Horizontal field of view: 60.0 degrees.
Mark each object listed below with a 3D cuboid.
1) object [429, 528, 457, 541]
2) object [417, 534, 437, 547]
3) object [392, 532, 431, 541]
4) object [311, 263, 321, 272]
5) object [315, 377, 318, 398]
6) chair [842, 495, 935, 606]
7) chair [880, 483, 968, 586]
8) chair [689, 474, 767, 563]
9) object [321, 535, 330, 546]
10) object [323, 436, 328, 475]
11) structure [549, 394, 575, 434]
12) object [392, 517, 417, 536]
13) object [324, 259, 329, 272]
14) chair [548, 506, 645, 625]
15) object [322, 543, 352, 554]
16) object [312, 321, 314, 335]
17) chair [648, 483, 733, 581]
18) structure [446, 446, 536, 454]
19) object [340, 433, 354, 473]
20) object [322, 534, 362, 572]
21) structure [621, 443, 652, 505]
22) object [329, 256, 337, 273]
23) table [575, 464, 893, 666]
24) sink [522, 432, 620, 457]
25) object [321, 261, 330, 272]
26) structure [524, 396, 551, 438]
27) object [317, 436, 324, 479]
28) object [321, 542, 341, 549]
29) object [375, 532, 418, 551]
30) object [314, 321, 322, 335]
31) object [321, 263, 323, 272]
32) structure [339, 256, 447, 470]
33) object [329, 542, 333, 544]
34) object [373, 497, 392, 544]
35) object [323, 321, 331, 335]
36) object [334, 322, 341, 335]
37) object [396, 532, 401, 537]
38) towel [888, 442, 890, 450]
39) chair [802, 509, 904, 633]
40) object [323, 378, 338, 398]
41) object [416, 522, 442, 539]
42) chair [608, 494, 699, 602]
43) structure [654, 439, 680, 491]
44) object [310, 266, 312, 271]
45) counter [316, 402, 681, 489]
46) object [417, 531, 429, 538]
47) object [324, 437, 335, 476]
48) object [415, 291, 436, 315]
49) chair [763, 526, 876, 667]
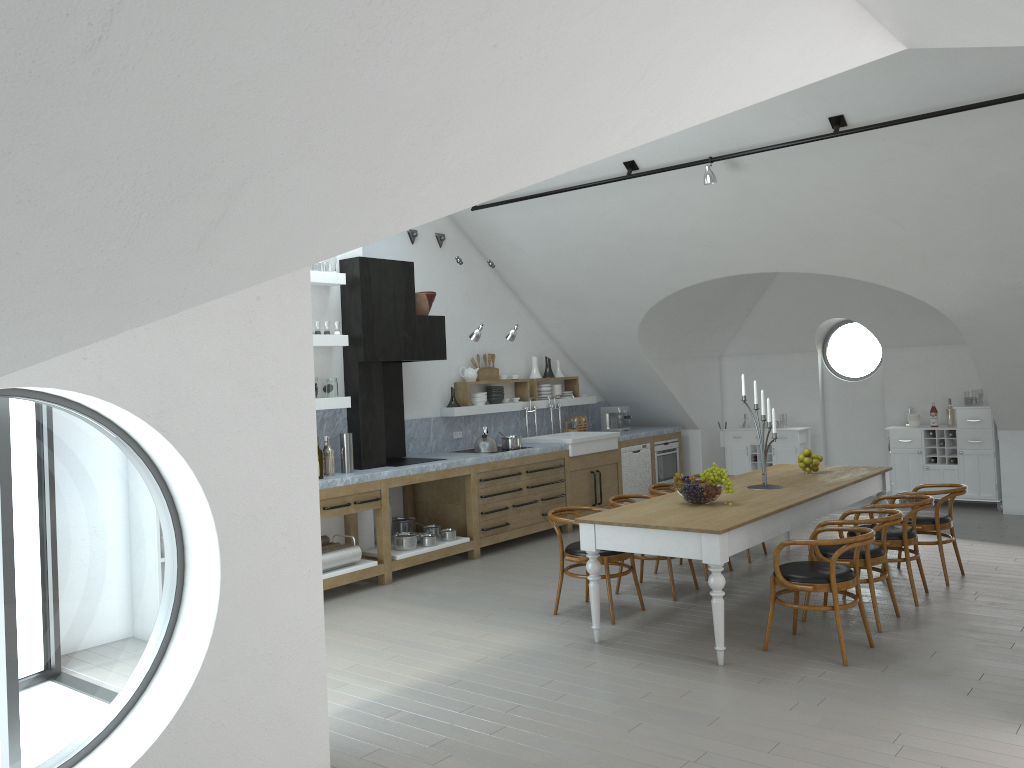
[{"bbox_3d":[-0.637,1.418,8.378,0.260,0.113,0.153,-2,0,38],"label":"object"},{"bbox_3d":[-0.810,1.428,8.129,0.260,0.113,0.153,-2,0,28],"label":"object"},{"bbox_3d":[-0.990,1.433,8.328,0.508,0.052,0.263,-2,0,15],"label":"object"},{"bbox_3d":[-1.678,-0.993,7.604,0.077,0.085,0.077,-2,0,-19],"label":"object"},{"bbox_3d":[-1.701,0.033,7.516,0.120,0.183,0.120,-2,-1,-36],"label":"object"},{"bbox_3d":[2.764,1.187,6.474,0.621,0.735,0.527,-3,-1,34],"label":"chair"},{"bbox_3d":[3.270,1.159,6.994,0.621,0.735,0.527,-3,-1,42],"label":"chair"},{"bbox_3d":[1.948,1.209,8.123,0.621,0.735,0.527,-3,-1,35],"label":"chair"},{"bbox_3d":[-1.641,1.318,7.277,0.104,0.102,0.292,-3,0,36],"label":"object"},{"bbox_3d":[-1.581,0.611,7.559,0.081,0.330,0.081,-2,-1,-24],"label":"object"},{"bbox_3d":[0.634,0.392,10.720,0.332,0.530,0.214,-3,-1,19],"label":"structure"},{"bbox_3d":[-1.164,1.401,8.723,0.455,0.197,0.268,-3,0,-17],"label":"object"},{"bbox_3d":[-1.612,-1.044,7.718,0.054,0.179,0.054,-3,-1,15],"label":"object"},{"bbox_3d":[0.576,1.286,6.434,0.621,0.735,0.527,-3,-1,39],"label":"chair"},{"bbox_3d":[-1.493,1.385,7.241,0.092,0.093,0.437,-3,0,36],"label":"object"},{"bbox_3d":[-1.714,-0.474,7.515,0.064,0.124,0.068,-3,-1,33],"label":"object"},{"bbox_3d":[1.487,1.235,7.566,0.621,0.735,0.527,-3,-1,42],"label":"chair"},{"bbox_3d":[-0.207,0.714,9.363,0.647,0.041,0.737,-2,1,39],"label":"structure"},{"bbox_3d":[-1.435,0.596,7.644,0.114,0.339,0.164,-4,-1,42],"label":"object"},{"bbox_3d":[-1.578,1.408,7.330,0.429,0.231,0.527,-3,0,36],"label":"object"},{"bbox_3d":[1.308,1.173,11.023,0.598,0.823,0.724,-3,-1,39],"label":"structure"},{"bbox_3d":[-1.553,-1.050,7.693,0.063,0.187,0.063,-3,-1,7],"label":"object"},{"bbox_3d":[1.863,1.190,6.671,1.017,0.799,3.350,-3,0,39],"label":"table"},{"bbox_3d":[0.690,0.695,10.318,0.726,0.202,1.021,-2,1,39],"label":"sink"},{"bbox_3d":[-1.607,-1.003,7.647,0.071,0.099,0.071,-3,-1,3],"label":"object"},{"bbox_3d":[0.328,0.409,10.339,0.332,0.530,0.214,-3,-1,19],"label":"structure"},{"bbox_3d":[-1.589,0.606,7.252,0.092,0.359,0.092,-2,-1,-7],"label":"object"},{"bbox_3d":[-1.571,1.372,7.267,0.101,0.087,0.363,-3,0,36],"label":"object"},{"bbox_3d":[-1.026,1.418,8.035,0.378,0.164,0.223,-2,0,28],"label":"object"},{"bbox_3d":[-1.666,-0.477,7.597,0.064,0.124,0.068,-3,-1,33],"label":"object"},{"bbox_3d":[-1.684,-0.998,7.696,0.094,0.093,0.093,-2,0,-19],"label":"object"},{"bbox_3d":[-1.230,-0.192,8.421,0.780,1.886,1.076,-3,-1,39],"label":"structure"},{"bbox_3d":[-1.645,1.388,7.337,0.114,0.079,0.435,-3,0,36],"label":"object"},{"bbox_3d":[-1.249,1.250,8.376,0.231,0.498,0.230,-2,-1,-10],"label":"object"},{"bbox_3d":[-1.601,-0.480,7.664,0.064,0.124,0.068,-3,-1,33],"label":"object"},{"bbox_3d":[-1.531,-0.484,7.751,0.064,0.124,0.068,-3,-1,33],"label":"object"},{"bbox_3d":[-0.964,1.388,7.945,0.051,0.152,0.190,-3,-1,39],"label":"object"},{"bbox_3d":[4.622,0.712,10.799,0.049,0.204,0.150,-4,-1,40],"label":"towel"},{"bbox_3d":[2.296,1.213,5.916,0.621,0.735,0.527,-3,-1,39],"label":"chair"},{"bbox_3d":[-1.568,0.028,7.685,0.103,0.178,0.207,-2,0,-29],"label":"object"},{"bbox_3d":[-0.793,1.415,8.564,0.182,0.134,0.308,-3,0,-27],"label":"object"},{"bbox_3d":[1.077,1.259,6.961,0.621,0.735,0.527,-3,-1,36],"label":"chair"},{"bbox_3d":[1.780,1.051,11.611,0.630,0.637,0.632,-3,0,39],"label":"structure"},{"bbox_3d":[-1.736,-1.033,7.640,0.048,0.169,0.048,-2,-2,-43],"label":"object"},{"bbox_3d":[-0.113,0.443,9.611,0.961,0.620,6.578,-3,0,39],"label":"counter"},{"bbox_3d":[-0.865,1.423,8.320,0.041,0.045,0.247,-3,0,38],"label":"object"},{"bbox_3d":[-1.535,0.612,7.459,0.085,0.331,0.085,-2,-2,-43],"label":"object"},{"bbox_3d":[-0.913,-0.766,8.613,0.348,0.237,0.366,-3,0,-34],"label":"object"},{"bbox_3d":[1.872,1.237,5.325,0.621,0.735,0.527,-3,-1,42],"label":"chair"}]
